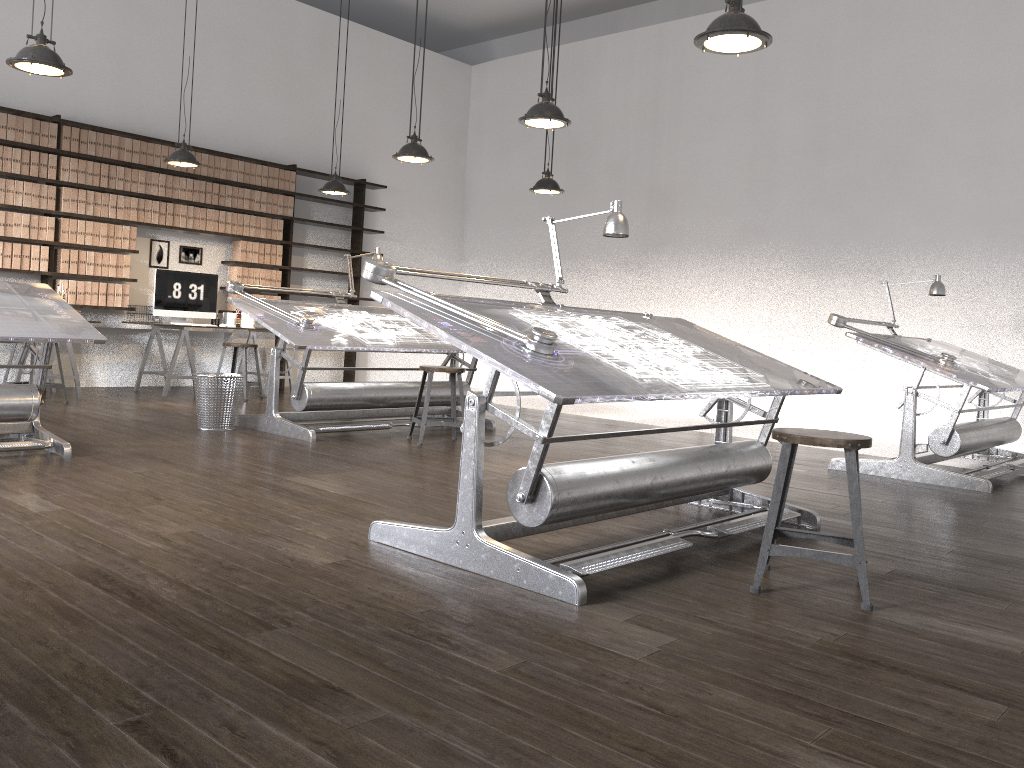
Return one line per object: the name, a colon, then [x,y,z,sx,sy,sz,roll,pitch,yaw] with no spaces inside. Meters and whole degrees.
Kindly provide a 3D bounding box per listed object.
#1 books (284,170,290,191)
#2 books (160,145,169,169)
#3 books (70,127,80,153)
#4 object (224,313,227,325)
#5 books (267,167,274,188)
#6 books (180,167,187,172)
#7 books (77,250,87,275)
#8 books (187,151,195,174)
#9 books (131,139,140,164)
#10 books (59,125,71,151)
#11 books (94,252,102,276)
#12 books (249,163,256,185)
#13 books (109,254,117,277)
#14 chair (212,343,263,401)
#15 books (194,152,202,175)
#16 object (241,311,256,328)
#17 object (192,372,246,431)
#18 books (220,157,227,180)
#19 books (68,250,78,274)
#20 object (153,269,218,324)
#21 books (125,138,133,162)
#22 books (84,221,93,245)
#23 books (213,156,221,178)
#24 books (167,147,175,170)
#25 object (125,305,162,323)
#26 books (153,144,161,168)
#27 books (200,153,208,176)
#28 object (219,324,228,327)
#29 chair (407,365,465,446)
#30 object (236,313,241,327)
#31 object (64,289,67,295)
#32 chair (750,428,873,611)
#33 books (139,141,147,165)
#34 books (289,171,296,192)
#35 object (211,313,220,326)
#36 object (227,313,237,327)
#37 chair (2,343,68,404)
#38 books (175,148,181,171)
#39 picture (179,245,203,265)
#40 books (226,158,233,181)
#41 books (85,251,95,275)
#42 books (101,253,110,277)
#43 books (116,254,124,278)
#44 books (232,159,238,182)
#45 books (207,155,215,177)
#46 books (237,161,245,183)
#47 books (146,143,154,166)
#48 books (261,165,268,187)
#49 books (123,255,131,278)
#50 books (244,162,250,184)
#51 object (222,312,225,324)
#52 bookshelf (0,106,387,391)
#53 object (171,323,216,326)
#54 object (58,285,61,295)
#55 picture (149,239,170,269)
books: [-2.515,-2.223,9.712,0.175,0.225,0.066,5,2,42]
books: [-3.439,-2.213,8.668,0.175,0.225,0.066,5,2,42]
books: [-3.999,-2.207,8.044,0.175,0.225,0.067,5,2,42]
object: [-2.895,-0.656,9.051,0.096,0.143,0.096,2,2,-31]
books: [-2.648,-2.221,9.553,0.175,0.225,0.067,5,2,42]
books: [-3.310,-2.215,8.823,0.175,0.225,0.066,5,2,42]
books: [-3.989,-1.112,8.147,0.175,0.225,0.066,5,2,42]
books: [-3.256,-2.215,8.874,0.175,0.225,0.067,5,2,42]
books: [-3.628,-2.211,8.459,0.175,0.225,0.067,5,2,42]
books: [-4.053,-2.207,7.992,0.175,0.225,0.066,5,2,42]
books: [-3.894,-1.113,8.252,0.175,0.225,0.066,5,2,42]
books: [-2.796,-2.220,9.398,0.175,0.225,0.066,5,2,42]
books: [-3.797,-1.114,8.351,0.175,0.225,0.067,5,2,42]
chair: [-2.574,-0.117,8.345,0.372,0.527,0.358,4,2,10]
books: [-3.211,-2.216,8.934,0.175,0.225,0.066,5,2,42]
object: [-2.700,-0.666,9.068,0.145,0.196,0.144,4,2,14]
object: [-2.030,0.121,6.109,0.352,0.377,0.354,2,2,-27]
books: [-3.019,-2.217,9.138,0.175,0.225,0.067,5,2,42]
books: [-4.035,-1.111,8.087,0.175,0.225,0.067,5,2,42]
object: [-3.204,-0.838,8.660,0.205,0.517,0.643,4,2,42]
books: [-3.678,-2.210,8.406,0.175,0.225,0.066,5,2,42]
books: [-3.939,-1.387,8.176,0.175,0.225,0.066,5,2,42]
books: [-3.068,-2.217,9.092,0.175,0.225,0.066,5,2,42]
books: [-3.391,-2.213,8.722,0.175,0.225,0.067,5,2,42]
object: [-3.498,-0.664,8.435,0.204,0.161,0.284,5,3,34]
books: [-3.490,-2.212,8.617,0.175,0.225,0.066,5,2,42]
books: [-3.160,-2.216,8.984,0.175,0.225,0.066,5,2,42]
object: [-2.843,-0.578,8.723,0.106,0.028,0.059,6,4,38]
chair: [-0.493,0.147,6.069,0.371,0.527,0.359,3,2,-20]
object: [-2.806,-0.652,9.052,0.068,0.155,0.068,4,1,18]
object: [-3.962,-0.755,7.807,0.071,0.186,0.008,3,1,-6]
chair: [1.019,0.429,2.967,0.372,0.527,0.358,4,2,20]
books: [-3.584,-2.212,8.514,0.175,0.225,0.066,5,2,42]
books: [-2.465,-2.224,9.762,0.175,0.225,0.066,5,2,42]
object: [-3.011,-0.657,8.999,0.092,0.142,0.096,4,2,21]
object: [-2.835,-0.647,8.961,0.094,0.144,0.095,3,2,-22]
chair: [-3.762,-0.102,6.978,0.358,0.527,0.372,4,2,15]
books: [-3.352,-2.214,8.772,0.175,0.225,0.066,5,2,42]
picture: [-3.314,-1.326,9.131,0.023,0.183,0.251,4,2,42]
books: [-2.978,-2.218,9.191,0.175,0.225,0.066,5,2,42]
books: [-3.938,-1.112,8.197,0.175,0.225,0.066,5,2,42]
books: [-3.846,-1.114,8.305,0.175,0.225,0.066,5,2,42]
books: [-3.756,-1.115,8.404,0.175,0.225,0.066,5,2,42]
books: [-2.935,-2.218,9.237,0.175,0.225,0.066,5,2,42]
books: [-3.116,-2.217,9.039,0.175,0.225,0.066,5,2,42]
books: [-2.885,-2.219,9.290,0.175,0.225,0.067,5,2,42]
books: [-3.539,-2.212,8.567,0.175,0.225,0.066,5,2,42]
books: [-2.696,-2.221,9.499,0.175,0.225,0.066,5,2,42]
books: [-3.713,-1.115,8.450,0.175,0.225,0.066,5,2,42]
books: [-2.841,-2.220,9.345,0.175,0.225,0.066,5,2,42]
object: [-2.939,-0.665,9.143,0.094,0.144,0.095,2,2,-31]
bookshelf: [-4.791,-0.814,7.395,0.374,3.204,9.171,4,3,42]
object: [-3.040,-0.567,8.482,0.119,0.017,0.439,6,4,37]
object: [-3.976,-0.767,7.794,0.055,0.214,0.007,3,1,-42]
picture: [-3.539,-1.303,8.883,0.022,0.284,0.201,4,2,41]
